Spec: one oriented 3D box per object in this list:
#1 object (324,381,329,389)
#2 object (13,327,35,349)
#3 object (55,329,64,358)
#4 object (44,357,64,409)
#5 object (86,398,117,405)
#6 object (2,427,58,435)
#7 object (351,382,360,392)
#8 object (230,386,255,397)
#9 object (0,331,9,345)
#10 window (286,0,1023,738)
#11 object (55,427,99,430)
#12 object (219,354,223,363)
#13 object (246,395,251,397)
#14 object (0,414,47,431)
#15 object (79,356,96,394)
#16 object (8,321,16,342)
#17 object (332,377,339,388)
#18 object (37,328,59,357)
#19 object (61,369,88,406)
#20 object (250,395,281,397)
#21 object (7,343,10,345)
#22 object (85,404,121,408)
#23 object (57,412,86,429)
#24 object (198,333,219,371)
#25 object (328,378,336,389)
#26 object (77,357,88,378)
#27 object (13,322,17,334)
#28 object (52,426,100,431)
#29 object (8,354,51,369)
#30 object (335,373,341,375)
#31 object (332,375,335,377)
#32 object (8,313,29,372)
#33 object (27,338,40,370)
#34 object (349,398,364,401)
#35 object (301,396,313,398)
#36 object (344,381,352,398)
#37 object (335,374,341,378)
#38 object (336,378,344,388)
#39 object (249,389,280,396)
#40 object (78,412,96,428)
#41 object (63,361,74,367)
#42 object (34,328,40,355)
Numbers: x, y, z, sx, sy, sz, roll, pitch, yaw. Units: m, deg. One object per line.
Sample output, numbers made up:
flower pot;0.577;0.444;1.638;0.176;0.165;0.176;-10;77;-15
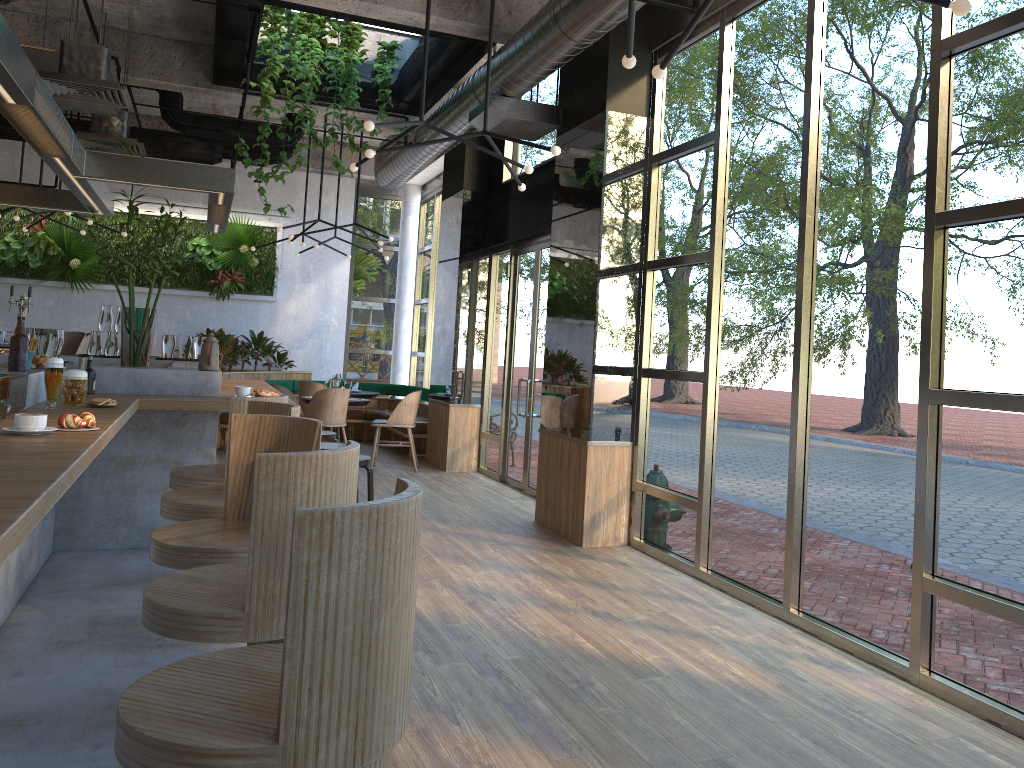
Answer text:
object;-2.183;0.068;10.554;0.109;0.210;0.102;4;-2;-21
object;-2.744;-0.212;4.988;0.102;0.210;0.108;2;-2;24
object;-2.713;-0.220;5.249;0.102;0.210;0.108;2;-2;24
object;-2.070;-0.005;4.005;0.073;0.233;0.075;3;-2;12
object;-1.952;0.088;4.233;0.095;0.041;0.144;3;2;13
object;-1.629;0.160;3.000;0.166;0.020;0.155;2;2;-24
object;-2.203;0.045;12.290;0.243;0.139;0.222;2;1;-37
object;-1.547;0.052;5.419;0.178;0.073;0.424;3;2;16
object;-5.094;-0.453;8.757;0.233;0.139;0.233;3;1;1
window;-0.107;-1.996;4.198;4.279;6.503;19.687;4;1;-19
object;-1.589;0.159;3.220;0.119;0.005;0.123;4;2;18
object;-1.912;-0.150;5.680;0.102;0.119;0.085;3;-1;-13
object;-1.529;0.082;5.216;0.030;0.027;0.130;3;1;-44
object;-1.648;0.131;2.994;0.138;0.064;0.106;2;1;-42
object;-2.424;-0.050;5.028;0.070;0.215;0.164;3;-1;6
object;-5.851;-0.607;10.367;0.096;0.245;0.088;5;-3;-38
object;-2.371;0.010;11.903;0.103;0.210;0.107;3;-2;14
object;-2.637;-0.209;5.041;0.102;0.210;0.108;2;-2;24
object;-2.084;0.017;4.228;0.115;0.172;0.132;4;-1;-27
object;-1.552;0.076;5.557;0.202;0.013;0.210;3;2;15
object;-5.169;-0.410;8.994;0.263;0.019;0.152;2;2;-22
object;-1.951;0.103;4.235;0.143;0.013;0.156;5;3;40
object;-1.600;0.132;3.208;0.125;0.060;0.073;4;1;38
object;-1.864;-0.198;5.492;0.205;0.235;0.123;3;-2;37
object;-2.125;0.056;10.457;0.096;0.245;0.089;4;-2;-27
object;-2.409;-0.045;4.958;0.067;0.210;0.073;1;-3;36
object;-6.342;-0.666;11.291;0.096;0.245;0.088;5;-3;-38
object;-1.589;0.161;3.216;0.170;0.005;0.164;3;2;-9
object;-2.486;-0.119;4.598;0.195;0.073;0.224;3;2;-1
object;-2.418;-0.025;12.306;0.096;0.245;0.088;5;-3;-38
object;-2.481;-0.015;12.456;0.103;0.210;0.107;3;-2;14
object;-2.340;-0.199;4.218;0.073;0.277;0.076;3;-3;15
object;-2.393;-0.150;4.370;0.106;0.162;0.104;3;-1;13
object;-1.878;0.179;10.535;0.247;0.019;0.162;4;2;23
object;-2.359;0.156;10.517;0.266;0.019;0.150;1;2;-36
object;-1.980;0.074;10.676;0.103;0.210;0.108;2;-2;19
object;-2.366;-0.013;12.054;0.096;0.245;0.088;5;-3;-38
object;-2.036;0.058;10.520;0.088;0.245;0.096;1;-3;37
object;-1.557;0.056;5.563;0.158;0.053;0.158;4;2;23
object;-1.555;0.133;3.243;0.063;0.059;0.071;3;0;-30
object;-2.713;-0.121;5.128;0.281;0.019;0.423;2;2;-21
object;-2.735;-0.217;5.126;0.103;0.210;0.107;3;-2;14
